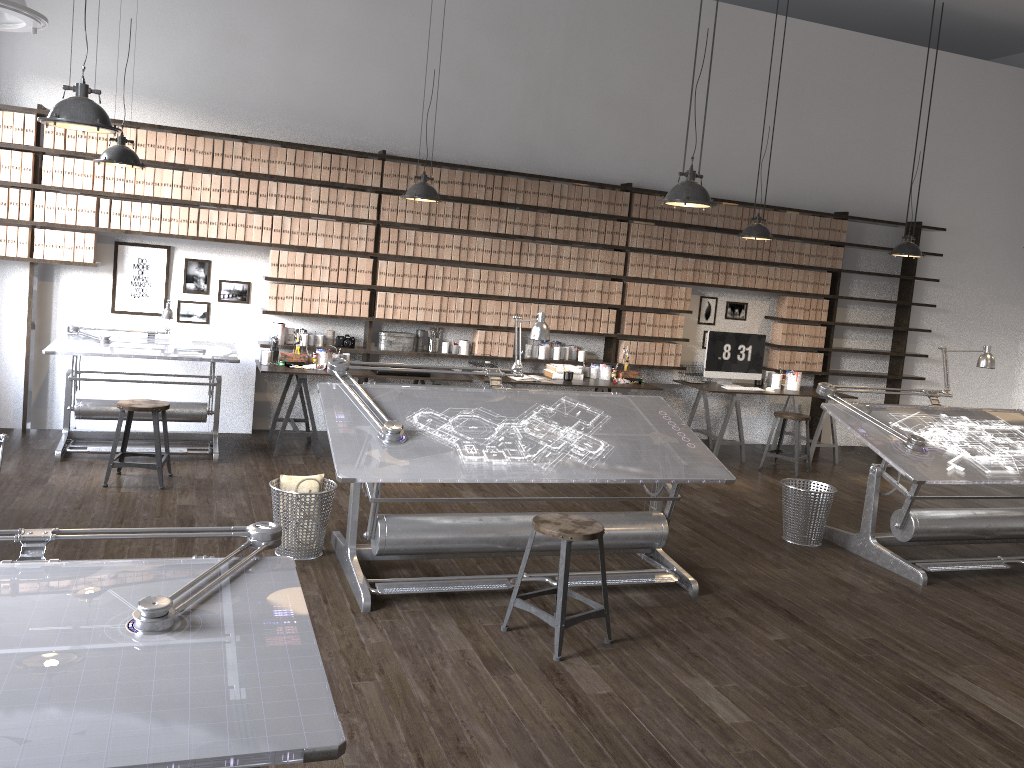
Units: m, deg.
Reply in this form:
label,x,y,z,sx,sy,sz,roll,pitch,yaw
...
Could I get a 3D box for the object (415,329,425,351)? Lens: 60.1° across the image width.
label,x,y,z,sx,sy,sz,roll,pitch,yaw
object,-0.819,-0.387,7.865,0.079,0.187,0.079,1,7,-41

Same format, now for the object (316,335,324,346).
label,x,y,z,sx,sy,sz,roll,pitch,yaw
object,-1.620,-0.366,7.457,0.062,0.094,0.062,1,7,-34

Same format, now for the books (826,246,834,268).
label,x,y,z,sx,sy,sz,roll,pitch,yaw
books,3.209,-1.303,9.091,0.067,0.225,0.175,3,6,-20

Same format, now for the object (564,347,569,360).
label,x,y,z,sx,sy,sz,roll,pitch,yaw
object,0.499,-0.286,8.245,0.062,0.119,0.062,9,7,38

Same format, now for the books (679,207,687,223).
label,x,y,z,sx,sy,sz,roll,pitch,yaw
books,1.597,-1.649,8.474,0.066,0.224,0.175,3,6,-20

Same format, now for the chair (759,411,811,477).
label,x,y,z,sx,sy,sz,roll,pitch,yaw
chair,2.503,0.534,8.014,0.373,0.525,0.358,10,7,38

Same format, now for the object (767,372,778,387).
label,x,y,z,sx,sy,sz,roll,pitch,yaw
object,2.578,-0.039,8.764,0.097,0.142,0.096,5,6,-3

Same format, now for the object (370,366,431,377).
label,x,y,z,sx,sy,sz,roll,pitch,yaw
object,-0.913,-0.102,7.214,0.445,0.033,0.314,2,8,-20

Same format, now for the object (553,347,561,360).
label,x,y,z,sx,sy,sz,roll,pitch,yaw
object,0.412,-0.280,8.139,0.062,0.119,0.062,9,7,38

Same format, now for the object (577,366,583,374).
label,x,y,z,sx,sy,sz,roll,pitch,yaw
object,0.620,-0.118,8.134,0.062,0.094,0.062,7,6,20

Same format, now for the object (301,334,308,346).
label,x,y,z,sx,sy,sz,roll,pitch,yaw
object,-1.731,-0.365,7.377,0.062,0.094,0.062,1,7,-34

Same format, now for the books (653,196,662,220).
label,x,y,z,sx,sy,sz,roll,pitch,yaw
books,1.339,-1.659,8.377,0.066,0.224,0.175,4,6,-20

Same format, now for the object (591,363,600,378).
label,x,y,z,sx,sy,sz,roll,pitch,yaw
object,0.774,-0.124,8.191,0.095,0.127,0.094,3,6,-24

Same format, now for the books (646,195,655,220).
label,x,y,z,sx,sy,sz,roll,pitch,yaw
books,1.271,-1.663,8.357,0.066,0.224,0.175,4,6,-20

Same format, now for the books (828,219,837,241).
label,x,y,z,sx,sy,sz,roll,pitch,yaw
books,3.230,-1.577,9.073,0.066,0.224,0.175,3,6,-20

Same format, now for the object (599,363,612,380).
label,x,y,z,sx,sy,sz,roll,pitch,yaw
object,0.855,-0.111,8.106,0.105,0.141,0.104,4,6,-13

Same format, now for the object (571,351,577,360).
label,x,y,z,sx,sy,sz,roll,pitch,yaw
object,0.579,-0.262,8.275,0.054,0.081,0.054,2,6,-30

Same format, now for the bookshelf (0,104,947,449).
label,x,y,z,sx,sy,sz,roll,pitch,yaw
bookshelf,0.137,-0.339,8.190,9.167,3.194,0.375,3,5,-20

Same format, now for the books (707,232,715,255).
label,x,y,z,sx,sy,sz,roll,pitch,yaw
books,1.888,-1.361,8.611,0.066,0.224,0.175,4,6,-20

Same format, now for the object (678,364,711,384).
label,x,y,z,sx,sy,sz,roll,pitch,yaw
object,1.758,-0.091,8.505,0.284,0.160,0.205,2,7,-28

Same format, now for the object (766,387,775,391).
label,x,y,z,sx,sy,sz,roll,pitch,yaw
object,2.466,0.047,8.454,0.059,0.028,0.107,2,8,-23

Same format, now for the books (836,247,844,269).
label,x,y,z,sx,sy,sz,roll,pitch,yaw
books,3.329,-1.298,9.139,0.066,0.224,0.175,4,6,-20

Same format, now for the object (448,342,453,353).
label,x,y,z,sx,sy,sz,roll,pitch,yaw
object,-0.558,-0.326,7.901,0.063,0.093,0.062,9,7,32

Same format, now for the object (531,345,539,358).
label,x,y,z,sx,sy,sz,roll,pitch,yaw
object,0.211,-0.294,8.108,0.063,0.117,0.063,7,6,20

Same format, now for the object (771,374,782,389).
label,x,y,z,sx,sy,sz,roll,pitch,yaw
object,2.588,-0.024,8.657,0.094,0.144,0.095,6,6,6

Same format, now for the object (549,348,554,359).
label,x,y,z,sx,sy,sz,roll,pitch,yaw
object,0.378,-0.281,8.221,0.054,0.101,0.054,5,5,-4

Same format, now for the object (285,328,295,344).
label,x,y,z,sx,sy,sz,roll,pitch,yaw
object,-1.856,-0.404,7.405,0.070,0.130,0.070,7,6,18

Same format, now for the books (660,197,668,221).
label,x,y,z,sx,sy,sz,roll,pitch,yaw
books,1.404,-1.657,8.405,0.066,0.224,0.175,3,6,-20

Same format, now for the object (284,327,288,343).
label,x,y,z,sx,sy,sz,roll,pitch,yaw
object,-1.926,-0.415,7.444,0.071,0.128,0.072,8,6,27

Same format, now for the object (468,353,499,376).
label,x,y,z,sx,sy,sz,roll,pitch,yaw
object,-0.253,-0.166,7.672,0.203,0.160,0.286,3,7,-20

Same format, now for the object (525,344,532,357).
label,x,y,z,sx,sy,sz,roll,pitch,yaw
object,0.151,-0.304,8.138,0.062,0.119,0.062,7,6,20

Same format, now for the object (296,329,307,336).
label,x,y,z,sx,sy,sz,roll,pitch,yaw
object,-1.780,-0.396,7.476,0.095,0.127,0.094,6,6,10

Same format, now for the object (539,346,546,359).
label,x,y,z,sx,sy,sz,roll,pitch,yaw
object,0.277,-0.285,8.086,0.062,0.119,0.062,8,6,29

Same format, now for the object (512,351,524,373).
label,x,y,z,sx,sy,sz,roll,pitch,yaw
object,0.056,-0.194,7.913,0.102,0.208,0.101,8,6,25

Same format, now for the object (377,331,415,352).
label,x,y,z,sx,sy,sz,roll,pitch,yaw
object,-1.010,-0.372,7.704,0.316,0.152,0.194,3,7,-21

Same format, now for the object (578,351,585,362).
label,x,y,z,sx,sy,sz,roll,pitch,yaw
object,0.645,-0.259,8.217,0.062,0.095,0.062,6,6,12

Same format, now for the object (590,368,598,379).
label,x,y,z,sx,sy,sz,roll,pitch,yaw
object,0.746,-0.099,8.083,0.062,0.094,0.062,8,6,29

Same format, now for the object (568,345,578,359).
label,x,y,z,sx,sy,sz,roll,pitch,yaw
object,0.567,-0.298,8.357,0.094,0.129,0.095,2,7,-33

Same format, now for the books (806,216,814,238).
label,x,y,z,sx,sy,sz,roll,pitch,yaw
books,2.966,-1.589,8.974,0.066,0.224,0.175,3,6,-20

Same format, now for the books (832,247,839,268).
label,x,y,z,sx,sy,sz,roll,pitch,yaw
books,3.270,-1.301,9.119,0.066,0.224,0.175,4,6,-20

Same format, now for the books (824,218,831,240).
label,x,y,z,sx,sy,sz,roll,pitch,yaw
books,3.161,-1.580,9.046,0.066,0.224,0.175,3,6,-20

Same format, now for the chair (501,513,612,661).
label,x,y,z,sx,sy,sz,roll,pitch,yaw
chair,0.223,0.873,3.918,0.358,0.525,0.373,0,8,-42

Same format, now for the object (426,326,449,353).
label,x,y,z,sx,sy,sz,roll,pitch,yaw
object,-0.656,-0.417,7.837,0.181,0.270,0.157,1,7,-36

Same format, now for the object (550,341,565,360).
label,x,y,z,sx,sy,sz,roll,pitch,yaw
object,0.422,-0.310,8.249,0.094,0.161,0.206,3,7,-19

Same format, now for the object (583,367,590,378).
label,x,y,z,sx,sy,sz,roll,pitch,yaw
object,0.680,-0.108,8.105,0.063,0.093,0.063,7,6,20

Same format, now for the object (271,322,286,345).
label,x,y,z,sx,sy,sz,roll,pitch,yaw
object,-1.927,-0.414,7.299,0.106,0.176,0.108,3,6,-18

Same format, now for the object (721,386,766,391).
label,x,y,z,sx,sy,sz,roll,pitch,yaw
object,2.178,0.045,8.335,0.438,0.017,0.119,2,8,-25

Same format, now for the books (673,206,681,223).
label,x,y,z,sx,sy,sz,roll,pitch,yaw
books,1.536,-1.650,8.447,0.067,0.225,0.175,4,6,-20

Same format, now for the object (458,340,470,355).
label,x,y,z,sx,sy,sz,roll,pitch,yaw
object,-0.431,-0.326,7.887,0.095,0.127,0.094,4,6,-13

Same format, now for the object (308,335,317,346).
label,x,y,z,sx,sy,sz,roll,pitch,yaw
object,-1.672,-0.364,7.414,0.062,0.093,0.063,1,7,-34

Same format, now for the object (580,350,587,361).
label,x,y,z,sx,sy,sz,roll,pitch,yaw
object,0.665,-0.265,8.281,0.063,0.094,0.063,6,6,12

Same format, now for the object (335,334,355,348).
label,x,y,z,sx,sy,sz,roll,pitch,yaw
object,-1.410,-0.363,7.520,0.170,0.108,0.091,3,6,-20

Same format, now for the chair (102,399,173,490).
label,x,y,z,sx,sy,sz,roll,pitch,yaw
chair,-2.404,0.384,5.743,0.371,0.525,0.360,4,6,-12

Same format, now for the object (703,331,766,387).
label,x,y,z,sx,sy,sz,roll,pitch,yaw
object,2.131,-0.242,8.557,0.642,0.516,0.205,3,6,-20

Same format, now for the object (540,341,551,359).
label,x,y,z,sx,sy,sz,roll,pitch,yaw
object,0.305,-0.313,8.194,0.095,0.161,0.094,3,6,-24

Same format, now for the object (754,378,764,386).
label,x,y,z,sx,sy,sz,roll,pitch,yaw
object,2.452,-0.050,8.774,0.096,0.142,0.092,0,7,-41

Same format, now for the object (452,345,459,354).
label,x,y,z,sx,sy,sz,roll,pitch,yaw
object,-0.512,-0.319,7.900,0.062,0.093,0.182,5,7,-7

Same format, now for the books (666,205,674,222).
label,x,y,z,sx,sy,sz,roll,pitch,yaw
books,1.471,-1.654,8.429,0.066,0.224,0.175,3,6,-20

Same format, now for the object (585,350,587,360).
label,x,y,z,sx,sy,sz,roll,pitch,yaw
object,0.677,-0.274,8.350,0.062,0.095,0.062,6,6,12
